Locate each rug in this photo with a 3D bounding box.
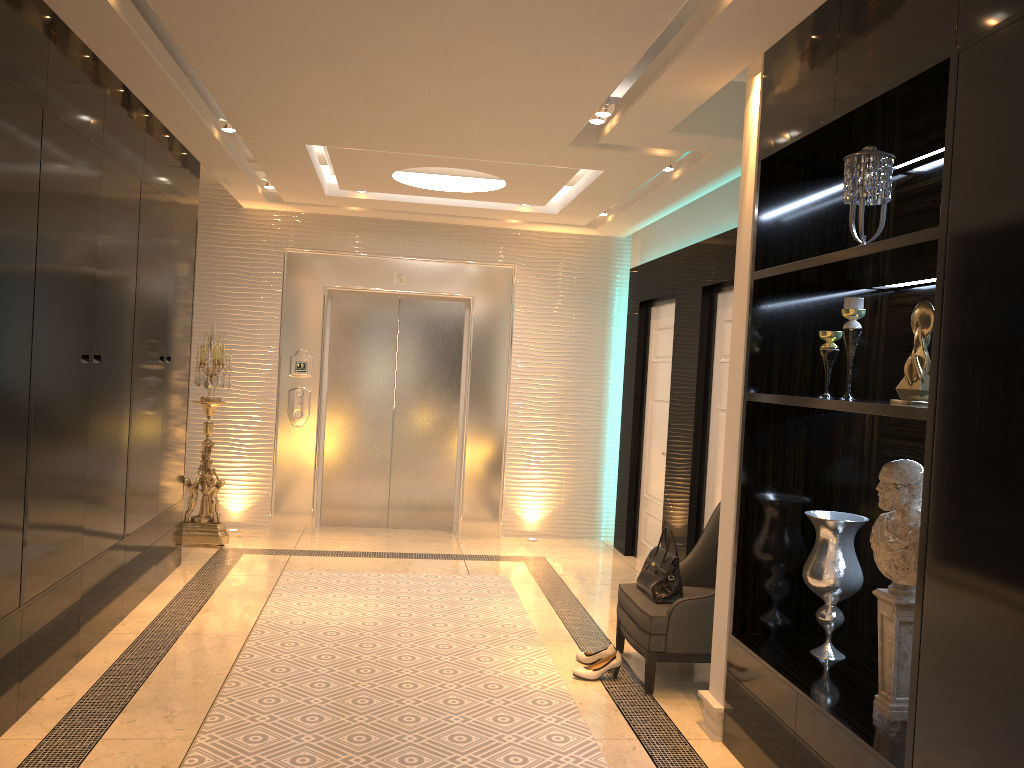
[{"bbox_3d":[-0.447,1.354,3.564,1.526,0.015,5.025,3,1,-8],"label":"rug"}]

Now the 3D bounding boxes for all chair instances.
[{"bbox_3d":[0.913,0.973,4.357,0.702,0.898,0.625,3,1,-6],"label":"chair"}]

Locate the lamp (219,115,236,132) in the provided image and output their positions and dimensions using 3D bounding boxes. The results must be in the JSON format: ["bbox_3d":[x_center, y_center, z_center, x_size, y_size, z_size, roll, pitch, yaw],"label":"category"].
[{"bbox_3d":[-1.561,-1.457,4.895,0.107,0.127,0.107,3,1,11],"label":"lamp"}]

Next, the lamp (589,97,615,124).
[{"bbox_3d":[0.426,-1.332,4.261,0.107,0.127,0.235,3,1,-8],"label":"lamp"}]

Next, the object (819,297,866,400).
[{"bbox_3d":[1.156,-0.126,3.125,0.079,0.361,0.176,3,1,-27],"label":"object"}]

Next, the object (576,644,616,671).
[{"bbox_3d":[0.419,1.329,4.395,0.235,0.135,0.084,4,1,40],"label":"object"}]

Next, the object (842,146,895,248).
[{"bbox_3d":[1.142,-0.591,2.858,0.155,0.347,0.155,3,1,-28],"label":"object"}]

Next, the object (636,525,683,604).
[{"bbox_3d":[0.733,0.865,4.342,0.168,0.345,0.366,3,1,-9],"label":"object"}]

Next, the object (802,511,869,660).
[{"bbox_3d":[1.196,0.752,3.314,0.221,0.522,0.221,3,1,-3],"label":"object"}]

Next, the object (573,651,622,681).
[{"bbox_3d":[0.406,1.332,4.202,0.235,0.135,0.084,3,1,-6],"label":"object"}]

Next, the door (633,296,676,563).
[{"bbox_3d":[1.098,0.374,6.617,0.089,2.034,0.919,3,1,-8],"label":"door"}]

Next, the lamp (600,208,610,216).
[{"bbox_3d":[0.703,-1.363,6.838,0.107,0.127,0.107,3,1,-26],"label":"lamp"}]

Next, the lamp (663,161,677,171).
[{"bbox_3d":[0.919,-1.322,5.232,0.107,0.127,0.107,3,1,-26],"label":"lamp"}]

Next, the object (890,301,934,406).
[{"bbox_3d":[1.248,-0.094,2.708,0.113,0.318,0.116,3,1,-8],"label":"object"}]

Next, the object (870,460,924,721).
[{"bbox_3d":[1.223,0.631,2.743,0.221,0.794,0.308,4,1,20],"label":"object"}]

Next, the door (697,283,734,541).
[{"bbox_3d":[1.290,0.410,5.189,0.089,2.034,0.919,3,1,-8],"label":"door"}]

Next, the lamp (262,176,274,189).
[{"bbox_3d":[-1.778,-1.498,6.501,0.107,0.127,0.107,3,1,-26],"label":"lamp"}]

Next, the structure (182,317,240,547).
[{"bbox_3d":[-2.185,0.355,6.816,0.382,1.715,0.811,4,1,16],"label":"structure"}]
